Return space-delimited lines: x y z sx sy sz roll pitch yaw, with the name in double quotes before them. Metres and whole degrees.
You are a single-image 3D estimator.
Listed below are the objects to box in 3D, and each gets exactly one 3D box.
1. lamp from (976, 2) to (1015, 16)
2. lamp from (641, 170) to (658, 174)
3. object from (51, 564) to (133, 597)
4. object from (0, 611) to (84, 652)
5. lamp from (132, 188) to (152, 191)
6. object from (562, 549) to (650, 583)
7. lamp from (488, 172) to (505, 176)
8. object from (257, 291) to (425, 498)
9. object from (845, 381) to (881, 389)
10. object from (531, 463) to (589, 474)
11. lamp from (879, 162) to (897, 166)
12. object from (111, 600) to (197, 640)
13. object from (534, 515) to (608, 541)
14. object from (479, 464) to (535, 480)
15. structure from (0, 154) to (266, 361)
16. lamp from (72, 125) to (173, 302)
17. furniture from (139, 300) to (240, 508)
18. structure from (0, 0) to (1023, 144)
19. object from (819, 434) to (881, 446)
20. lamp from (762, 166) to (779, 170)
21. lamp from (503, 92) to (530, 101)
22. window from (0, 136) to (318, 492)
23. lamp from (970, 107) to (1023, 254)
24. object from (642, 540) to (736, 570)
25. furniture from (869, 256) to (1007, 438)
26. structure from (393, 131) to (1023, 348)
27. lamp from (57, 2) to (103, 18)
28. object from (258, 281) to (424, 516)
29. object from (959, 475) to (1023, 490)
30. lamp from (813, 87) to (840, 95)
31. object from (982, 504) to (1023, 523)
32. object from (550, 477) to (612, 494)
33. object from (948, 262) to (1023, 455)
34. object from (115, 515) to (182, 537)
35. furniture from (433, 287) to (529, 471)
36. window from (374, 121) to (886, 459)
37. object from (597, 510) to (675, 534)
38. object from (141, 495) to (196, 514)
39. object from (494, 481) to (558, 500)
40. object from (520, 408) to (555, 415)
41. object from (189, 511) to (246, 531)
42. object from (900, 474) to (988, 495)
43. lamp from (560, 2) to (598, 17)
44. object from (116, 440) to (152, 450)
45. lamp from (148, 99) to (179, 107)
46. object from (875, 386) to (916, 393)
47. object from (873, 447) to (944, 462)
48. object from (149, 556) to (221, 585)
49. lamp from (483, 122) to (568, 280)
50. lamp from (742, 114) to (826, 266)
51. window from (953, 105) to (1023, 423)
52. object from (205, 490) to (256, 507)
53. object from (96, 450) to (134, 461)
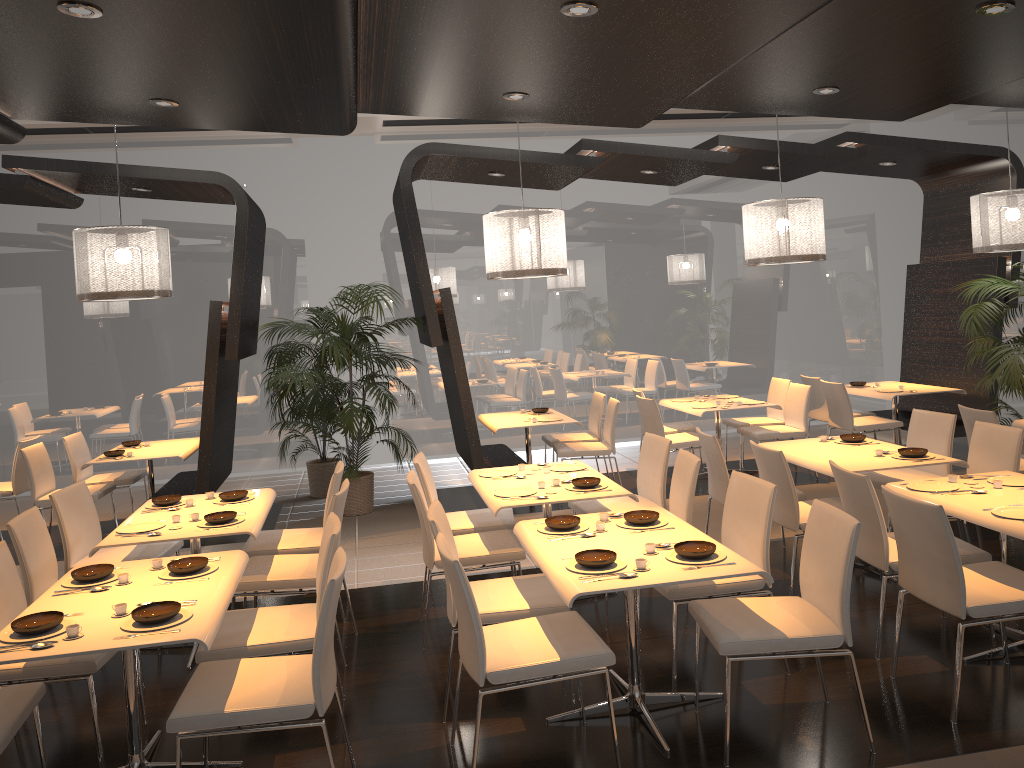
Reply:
"lamp" 2.257 -1.765 4.128 0.161 0.050 0.162 -4 5 -4
"lamp" 1.320 -2.057 8.519 0.161 0.056 0.162 -5 5 -15
"object" -1.738 0.806 3.719 0.304 0.044 0.365 -4 5 -11
"object" -1.642 0.853 3.106 0.304 0.044 0.365 -4 5 -11
"lamp" -3.232 -1.711 7.716 0.161 0.056 0.162 -5 5 -15
"object" 0.367 0.698 3.481 0.304 0.044 0.365 -4 5 -11
"lamp" -0.145 -1.973 8.261 0.160 0.054 0.161 -4 4 -4
"object" -1.859 0.080 8.933 1.559 2.058 1.510 -2 3 42
"object" 3.656 0.004 9.233 0.304 0.044 0.365 -4 5 -11
"object" 0.296 0.520 5.640 0.335 0.038 0.377 -5 5 -21
"lamp" 3.808 -2.246 8.958 0.161 0.056 0.162 -5 5 -15
"object" -1.305 0.826 3.183 0.304 0.044 0.365 -4 5 -11
"object" 0.271 0.651 4.094 0.304 0.044 0.365 -4 5 -11
"object" -0.031 0.550 5.530 0.335 0.038 0.377 -5 5 -16
"structure" -5.154 -0.892 7.366 5.937 1.727 1.404 -4 2 -10
"lamp" -2.800 -1.561 6.270 0.628 1.929 0.625 -4 1 -38
"furniture" -2.784 0.130 7.781 0.758 1.673 1.404 -4 2 -10
"structure" 0.256 -0.982 4.524 10.669 1.735 2.907 -4 4 -10
"object" 2.261 0.369 5.969 0.304 0.044 0.365 -4 5 -11
"lamp" 2.554 -2.151 8.737 0.161 0.056 0.162 -5 5 -15
"lamp" 0.024 -1.727 5.267 0.160 0.050 0.160 -5 5 -15
"window" -5.446 -0.741 9.616 6.584 3.978 0.070 -4 1 -10
"lamp" 4.214 -2.094 7.507 0.626 1.929 0.628 -3 1 22
"object" 0.700 0.671 3.561 0.304 0.044 0.365 -4 5 -11
"furniture" 4.256 -0.405 9.023 0.758 1.673 1.404 -4 2 -10
"structure" 1.885 -1.427 8.609 5.937 1.727 1.404 -4 2 -10
"lamp" -1.678 -1.466 3.433 0.160 0.050 0.161 -4 5 -4
"object" -1.454 0.144 7.904 1.563 2.058 1.506 -4 2 -16
"object" 2.493 0.483 4.521 0.335 0.038 0.377 -5 5 -21
"lamp" 1.995 -1.877 5.615 0.161 0.050 0.162 -4 5 -4
"object" 2.295 0.553 3.845 0.335 0.038 0.377 -5 5 -16
"object" 0.386 0.564 5.024 0.304 0.044 0.365 -4 5 -11
"object" 4.616 -0.203 7.652 1.504 2.058 1.565 -3 2 3
"object" -1.894 0.741 4.616 0.335 0.038 0.377 -5 5 -16
"furniture" -0.318 -0.057 8.216 0.758 1.673 1.404 -4 2 -10
"window" 1.631 -1.279 10.864 6.584 3.978 0.070 -4 1 -10
"object" 0.570 0.629 4.141 0.304 0.044 0.365 -4 5 -11
"object" -2.008 0.694 5.211 0.304 0.044 0.365 -4 5 -11
"object" 0.076 0.595 4.925 0.335 0.038 0.377 -5 5 -16
"object" 0.243 0.262 8.639 0.304 0.044 0.365 -4 5 -11
"object" -1.573 0.712 4.692 0.304 0.044 0.365 -4 5 -11
"object" 2.188 0.507 4.450 0.335 0.038 0.377 -5 5 -16
"lamp" 0.286 -1.616 3.780 0.161 0.050 0.162 -4 5 -4
"object" -3.404 0.541 7.974 0.304 0.044 0.365 -5 5 -16
"lamp" -1.940 -1.578 4.920 0.160 0.050 0.160 -5 5 -15
"object" 3.758 0.053 8.623 0.335 0.038 0.377 -5 5 -16
"object" 2.373 0.417 5.330 0.304 0.044 0.365 -4 5 -11
"object" -1.413 0.780 3.786 0.304 0.044 0.365 -4 5 -11
"lamp" 0.058 -1.779 6.774 0.626 1.929 0.628 -3 1 18
"lamp" 2.152 -1.938 7.144 0.626 1.929 0.628 -3 1 18
"window" 6.086 -1.279 7.720 0.070 3.971 6.595 -4 4 -10
"object" -1.688 0.669 5.273 0.304 0.044 0.365 -4 5 -11
"object" -3.293 0.586 7.377 0.304 0.044 0.365 -4 5 -11
